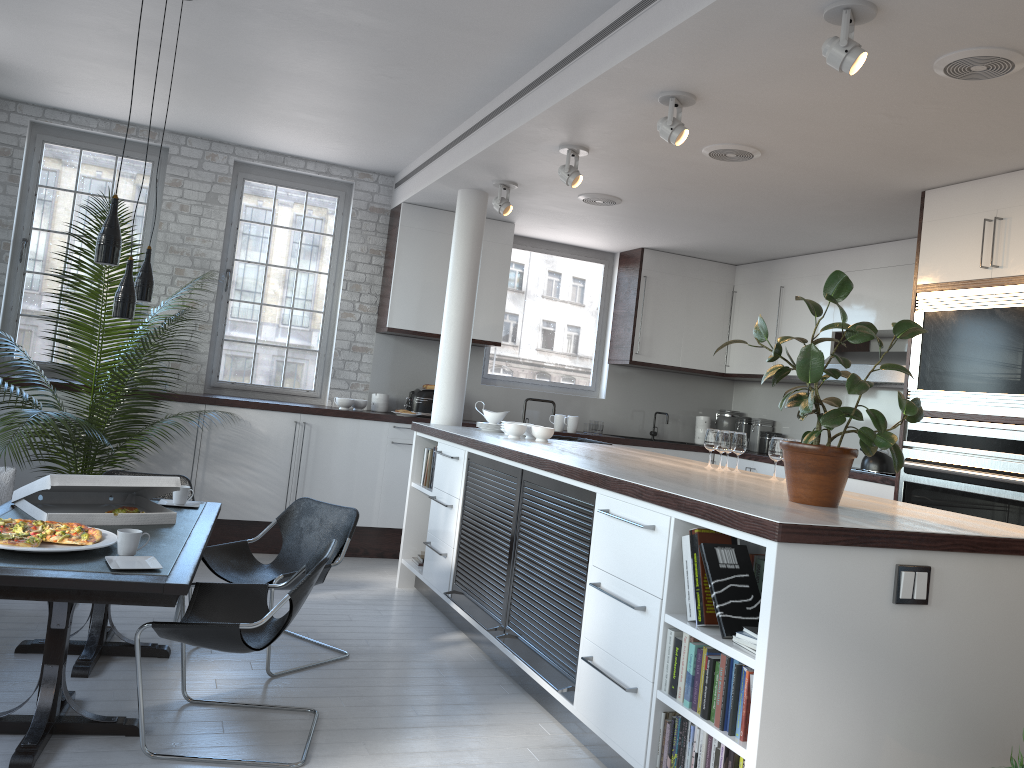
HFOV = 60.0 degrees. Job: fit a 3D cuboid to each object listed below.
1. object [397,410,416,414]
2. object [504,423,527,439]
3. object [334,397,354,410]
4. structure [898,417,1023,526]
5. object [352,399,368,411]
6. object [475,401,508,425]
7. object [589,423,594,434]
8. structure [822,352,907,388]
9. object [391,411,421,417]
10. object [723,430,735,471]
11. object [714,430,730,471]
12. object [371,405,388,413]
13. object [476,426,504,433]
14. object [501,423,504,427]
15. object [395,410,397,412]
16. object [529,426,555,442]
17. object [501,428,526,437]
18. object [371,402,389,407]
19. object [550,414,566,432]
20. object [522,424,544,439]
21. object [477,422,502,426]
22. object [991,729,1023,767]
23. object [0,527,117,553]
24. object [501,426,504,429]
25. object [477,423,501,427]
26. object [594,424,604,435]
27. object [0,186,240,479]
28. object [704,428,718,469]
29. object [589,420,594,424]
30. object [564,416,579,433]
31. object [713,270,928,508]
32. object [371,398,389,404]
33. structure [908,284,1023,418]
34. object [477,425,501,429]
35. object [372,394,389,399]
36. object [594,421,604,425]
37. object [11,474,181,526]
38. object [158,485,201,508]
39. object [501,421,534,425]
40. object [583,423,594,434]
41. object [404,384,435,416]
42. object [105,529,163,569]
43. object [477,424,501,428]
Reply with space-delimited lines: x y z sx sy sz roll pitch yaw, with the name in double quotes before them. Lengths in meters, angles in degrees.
"object" -0.902 0.243 7.525 0.139 0.044 0.136 6 -1 31
"object" 0.021 0.310 5.848 0.156 0.093 0.157 7 -1 -21
"object" -1.408 0.167 7.447 0.156 0.093 0.157 7 -1 -23
"structure" 2.873 0.762 4.953 1.022 1.029 1.049 7 -2 -21
"object" -1.313 0.180 7.584 0.156 0.093 0.157 8 -2 -41
"object" -0.148 0.224 6.509 0.269 0.173 0.130 6 -2 8
"object" 0.774 0.428 8.424 0.093 0.098 0.094 8 -2 -38
"structure" 2.968 -0.115 6.929 0.521 0.250 1.043 7 -1 -21
"object" -0.897 0.259 7.523 0.261 0.028 0.262 7 -1 -34
"object" 1.206 0.373 4.945 0.082 0.223 0.083 8 -3 -31
"object" 1.147 0.365 4.851 0.082 0.223 0.083 8 -3 -30
"object" -1.162 0.219 7.768 0.153 0.055 0.153 6 -1 22
"object" -0.135 0.335 6.501 0.261 0.028 0.262 7 -1 -32
"object" 0.036 0.310 6.238 0.235 0.041 0.236 7 -1 -29
"object" -0.926 0.246 7.572 0.136 0.037 0.138 7 -1 -23
"object" 0.199 0.330 5.837 0.156 0.093 0.156 7 -1 -6
"object" 0.032 0.346 6.236 0.235 0.041 0.236 7 -1 -26
"object" -1.160 0.183 7.767 0.153 0.074 0.153 7 -1 -18
"object" 0.421 0.354 8.082 0.138 0.152 0.109 7 -2 -26
"object" 0.135 0.325 6.001 0.156 0.093 0.157 7 -2 -35
"object" -0.132 0.305 6.503 0.261 0.028 0.262 7 -1 -34
"object" 1.620 1.403 2.691 0.345 0.622 0.211 5 -3 37
"object" -1.807 0.604 3.415 0.531 0.042 0.532 7 -1 -24
"object" 0.034 0.328 6.237 0.235 0.041 0.236 7 -1 -22
"object" -0.133 0.313 6.502 0.262 0.028 0.261 6 -1 7
"object" 0.812 0.431 8.327 0.094 0.098 0.094 7 -2 -4
"object" -3.112 -0.076 6.133 1.925 2.627 2.393 5 -2 26
"object" 1.110 0.362 4.947 0.083 0.223 0.082 6 -3 16
"object" 0.777 0.398 8.426 0.093 0.098 0.094 8 -2 -38
"object" 0.542 0.368 8.041 0.109 0.152 0.138 5 -2 29
"object" 1.173 0.012 3.375 0.776 0.892 0.435 5 -3 37
"object" -1.157 0.153 7.767 0.153 0.063 0.152 6 -1 8
"structure" 3.030 -0.132 5.021 0.955 0.705 1.032 7 -1 -21
"object" -0.134 0.328 6.502 0.262 0.028 0.261 6 -1 3
"object" -1.155 0.121 7.771 0.154 0.075 0.152 6 -1 36
"object" 0.815 0.401 8.329 0.094 0.098 0.094 7 -2 -4
"object" -1.954 0.505 4.179 0.589 0.216 0.588 7 -1 -42
"object" -1.753 0.592 4.687 0.204 0.098 0.176 7 -1 -16
"object" 0.038 0.293 6.239 0.236 0.041 0.235 6 -1 20
"object" 0.712 0.419 8.293 0.093 0.098 0.094 8 -2 -38
"object" -0.740 0.148 7.825 0.413 0.291 0.278 7 -2 -21
"object" -1.414 0.617 3.305 0.175 0.097 0.302 7 -1 -31
"object" -0.134 0.320 6.502 0.262 0.028 0.261 6 -1 3
